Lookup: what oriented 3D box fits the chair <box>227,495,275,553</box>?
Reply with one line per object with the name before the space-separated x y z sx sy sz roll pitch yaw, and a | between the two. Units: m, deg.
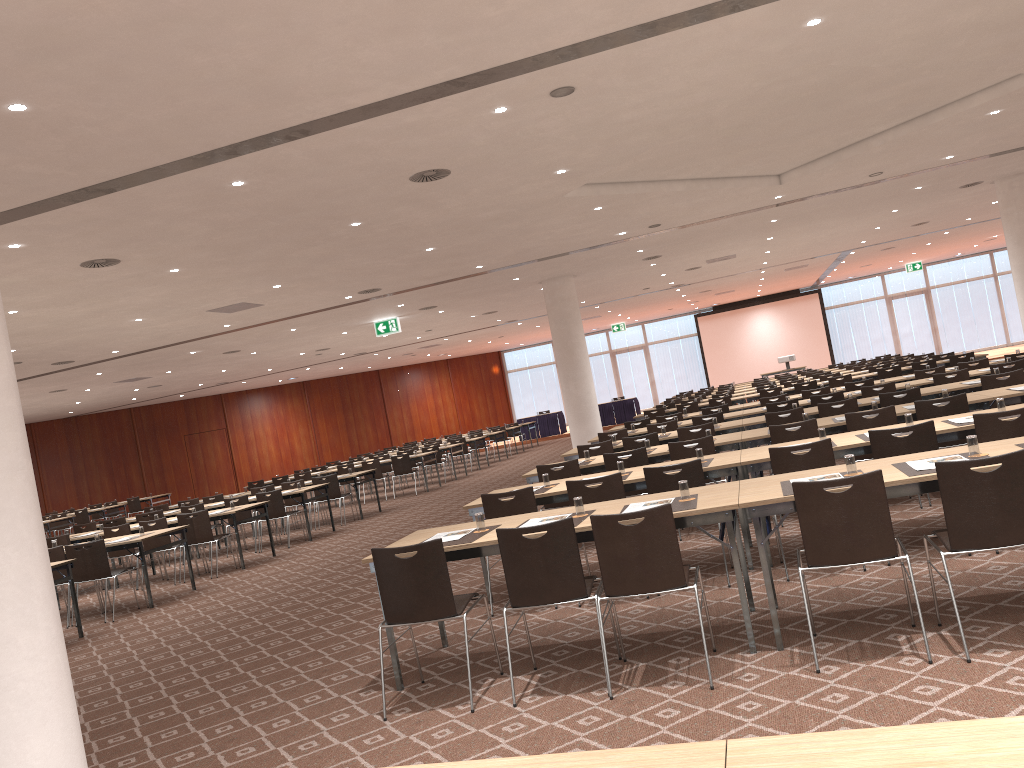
chair | -4.367 2.288 14.563 0.536 0.939 0.613 -11 -1 14

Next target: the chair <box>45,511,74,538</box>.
chair | -13.858 4.348 27.055 0.536 0.939 0.613 -11 -1 12

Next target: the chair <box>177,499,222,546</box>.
chair | -6.061 2.661 17.049 0.536 0.939 0.613 -11 -1 15

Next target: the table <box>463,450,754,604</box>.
table | 0.864 1.203 7.510 2.268 0.833 0.953 -11 -1 15

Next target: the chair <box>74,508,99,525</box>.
chair | -11.588 3.859 24.242 0.536 0.939 0.613 -11 -1 16

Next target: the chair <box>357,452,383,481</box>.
chair | -4.284 2.522 26.464 0.536 0.939 0.613 -11 -1 12

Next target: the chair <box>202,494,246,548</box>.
chair | -5.506 2.551 16.822 0.536 0.939 0.613 -11 -1 12

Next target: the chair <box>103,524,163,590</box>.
chair | -5.507 2.466 12.757 0.536 0.939 0.613 -11 -1 12

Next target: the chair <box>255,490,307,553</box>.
chair | -3.793 2.175 14.363 0.536 0.939 0.613 -11 -1 14

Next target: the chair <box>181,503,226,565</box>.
chair | -5.101 2.428 14.641 0.536 0.939 0.613 -11 -1 15

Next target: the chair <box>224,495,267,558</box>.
chair | -4.373 2.289 14.565 0.536 0.939 0.613 -11 -1 12

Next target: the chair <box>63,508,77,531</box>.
chair | -13.169 4.211 26.741 0.536 0.939 0.613 -11 -1 15

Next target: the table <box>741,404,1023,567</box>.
table | 3.019 0.782 6.926 2.268 0.833 0.953 -11 -1 15

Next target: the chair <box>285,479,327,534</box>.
chair | -3.892 2.238 16.461 0.536 0.939 0.613 -11 -1 15

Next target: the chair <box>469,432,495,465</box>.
chair | -0.906 1.859 25.403 0.536 0.939 0.613 -11 -1 17

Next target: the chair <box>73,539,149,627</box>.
chair | -4.768 2.277 10.410 0.536 0.939 0.613 -11 -1 16

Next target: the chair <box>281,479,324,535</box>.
chair | -3.939 2.247 16.474 0.536 0.939 0.613 -11 -1 12

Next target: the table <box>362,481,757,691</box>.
table | 0.355 1.259 5.578 2.268 0.833 0.953 -11 -1 15

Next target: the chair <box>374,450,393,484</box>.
chair | -3.715 2.408 26.164 0.536 0.939 0.613 -11 -1 17

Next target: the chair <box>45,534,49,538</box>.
chair | -12.073 3.910 22.302 0.536 0.939 0.613 -11 -1 17

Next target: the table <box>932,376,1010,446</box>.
table | 6.191 0.250 10.208 2.268 0.833 0.953 -11 -1 15

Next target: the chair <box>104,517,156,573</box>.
chair | -6.533 2.708 15.030 0.536 0.939 0.613 -11 -1 17

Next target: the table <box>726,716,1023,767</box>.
table | 1.480 0.951 1.087 2.268 0.833 0.953 -11 -1 15

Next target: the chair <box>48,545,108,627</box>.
chair | -5.370 2.396 10.649 0.536 0.939 0.613 -11 -1 14

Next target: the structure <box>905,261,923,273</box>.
structure | 15.368 -4.466 33.904 0.587 0.346 0.105 -11 -1 15

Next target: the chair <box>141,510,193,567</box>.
chair | -5.883 2.584 14.974 0.536 0.939 0.613 -11 -1 17

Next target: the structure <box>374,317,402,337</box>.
structure | -2.844 -1.301 20.269 0.587 0.346 0.105 -11 -1 15

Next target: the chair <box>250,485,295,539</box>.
chair | -4.563 2.369 16.687 0.536 0.939 0.613 -11 -1 18

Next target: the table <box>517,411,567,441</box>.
table | 1.094 1.570 33.039 1.713 0.832 1.041 -11 -1 15

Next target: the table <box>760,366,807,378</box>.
table | 9.474 -0.065 30.784 1.540 0.832 0.953 -11 -1 15

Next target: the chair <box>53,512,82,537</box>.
chair | -12.213 3.979 24.335 0.536 0.939 0.613 -11 -1 15

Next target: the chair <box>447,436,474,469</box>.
chair | -1.538 1.984 25.658 0.536 0.939 0.613 -11 -1 17

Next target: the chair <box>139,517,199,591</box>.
chair | -4.894 2.345 12.515 0.536 0.939 0.613 -11 -1 12

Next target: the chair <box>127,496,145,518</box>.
chair | -11.050 3.800 26.294 0.536 0.939 0.613 -11 -1 15

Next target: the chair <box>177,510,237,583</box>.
chair | -4.354 2.242 12.489 0.536 0.939 0.613 -11 -1 17

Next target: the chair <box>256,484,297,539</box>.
chair | -4.500 2.357 16.670 0.536 0.939 0.613 -11 -1 14

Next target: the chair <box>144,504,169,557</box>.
chair | -6.742 2.792 17.157 0.536 0.939 0.613 -11 -1 17

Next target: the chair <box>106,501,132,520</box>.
chair | -11.718 3.928 26.347 0.536 0.939 0.613 -11 -1 16

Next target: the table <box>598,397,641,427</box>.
table | 3.793 1.044 32.307 1.713 0.832 1.041 -11 -1 15

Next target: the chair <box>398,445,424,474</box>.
chair | -3.018 2.273 26.059 0.536 0.939 0.613 -11 -1 12

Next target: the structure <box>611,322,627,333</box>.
structure | 4.439 -2.333 36.867 0.587 0.346 0.105 -11 -1 15

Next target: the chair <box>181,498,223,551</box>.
chair | -6.030 2.655 17.040 0.536 0.939 0.613 -11 -1 15

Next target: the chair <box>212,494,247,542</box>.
chair | -5.508 2.551 16.822 0.536 0.939 0.613 -11 -1 15

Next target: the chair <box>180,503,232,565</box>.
chair | -5.110 2.430 14.644 0.536 0.939 0.613 -11 -1 17

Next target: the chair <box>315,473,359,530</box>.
chair | -3.242 2.109 16.208 0.536 0.939 0.613 -11 -1 14

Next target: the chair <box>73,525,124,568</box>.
chair | -7.184 2.837 15.283 0.536 0.939 0.613 -11 -1 14

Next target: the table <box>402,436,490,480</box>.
table | -1.828 2.065 24.288 2.268 0.833 0.953 -11 -1 15

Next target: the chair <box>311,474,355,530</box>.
chair | -3.318 2.124 16.229 0.536 0.939 0.613 -11 -1 13

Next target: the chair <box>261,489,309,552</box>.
chair | -3.751 2.167 14.352 0.536 0.939 0.613 -11 -1 17

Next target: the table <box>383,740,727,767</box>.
table | -0.674 1.372 1.671 2.268 0.833 0.953 -11 -1 15

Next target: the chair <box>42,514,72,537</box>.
chair | -12.712 4.081 24.674 0.536 0.939 0.613 -11 -1 15

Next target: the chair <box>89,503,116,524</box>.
chair | -12.316 4.047 26.637 0.536 0.939 0.613 -11 -1 14

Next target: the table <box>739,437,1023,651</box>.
table | 2.509 0.838 4.994 2.268 0.833 0.953 -11 -1 15

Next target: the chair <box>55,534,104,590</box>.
chair | -6.475 2.653 12.943 0.536 0.939 0.613 -11 -1 16

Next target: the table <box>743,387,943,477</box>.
table | 4.037 0.670 10.792 2.268 0.833 0.953 -11 -1 15

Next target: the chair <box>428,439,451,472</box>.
chair | -2.114 2.098 25.875 0.536 0.939 0.613 -11 -1 15

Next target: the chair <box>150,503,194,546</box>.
chair | -6.632 2.771 17.127 0.536 0.939 0.613 -11 -1 17

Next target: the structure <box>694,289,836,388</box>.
structure | 10.429 -1.860 36.802 5.161 3.525 0.395 -11 -1 15
